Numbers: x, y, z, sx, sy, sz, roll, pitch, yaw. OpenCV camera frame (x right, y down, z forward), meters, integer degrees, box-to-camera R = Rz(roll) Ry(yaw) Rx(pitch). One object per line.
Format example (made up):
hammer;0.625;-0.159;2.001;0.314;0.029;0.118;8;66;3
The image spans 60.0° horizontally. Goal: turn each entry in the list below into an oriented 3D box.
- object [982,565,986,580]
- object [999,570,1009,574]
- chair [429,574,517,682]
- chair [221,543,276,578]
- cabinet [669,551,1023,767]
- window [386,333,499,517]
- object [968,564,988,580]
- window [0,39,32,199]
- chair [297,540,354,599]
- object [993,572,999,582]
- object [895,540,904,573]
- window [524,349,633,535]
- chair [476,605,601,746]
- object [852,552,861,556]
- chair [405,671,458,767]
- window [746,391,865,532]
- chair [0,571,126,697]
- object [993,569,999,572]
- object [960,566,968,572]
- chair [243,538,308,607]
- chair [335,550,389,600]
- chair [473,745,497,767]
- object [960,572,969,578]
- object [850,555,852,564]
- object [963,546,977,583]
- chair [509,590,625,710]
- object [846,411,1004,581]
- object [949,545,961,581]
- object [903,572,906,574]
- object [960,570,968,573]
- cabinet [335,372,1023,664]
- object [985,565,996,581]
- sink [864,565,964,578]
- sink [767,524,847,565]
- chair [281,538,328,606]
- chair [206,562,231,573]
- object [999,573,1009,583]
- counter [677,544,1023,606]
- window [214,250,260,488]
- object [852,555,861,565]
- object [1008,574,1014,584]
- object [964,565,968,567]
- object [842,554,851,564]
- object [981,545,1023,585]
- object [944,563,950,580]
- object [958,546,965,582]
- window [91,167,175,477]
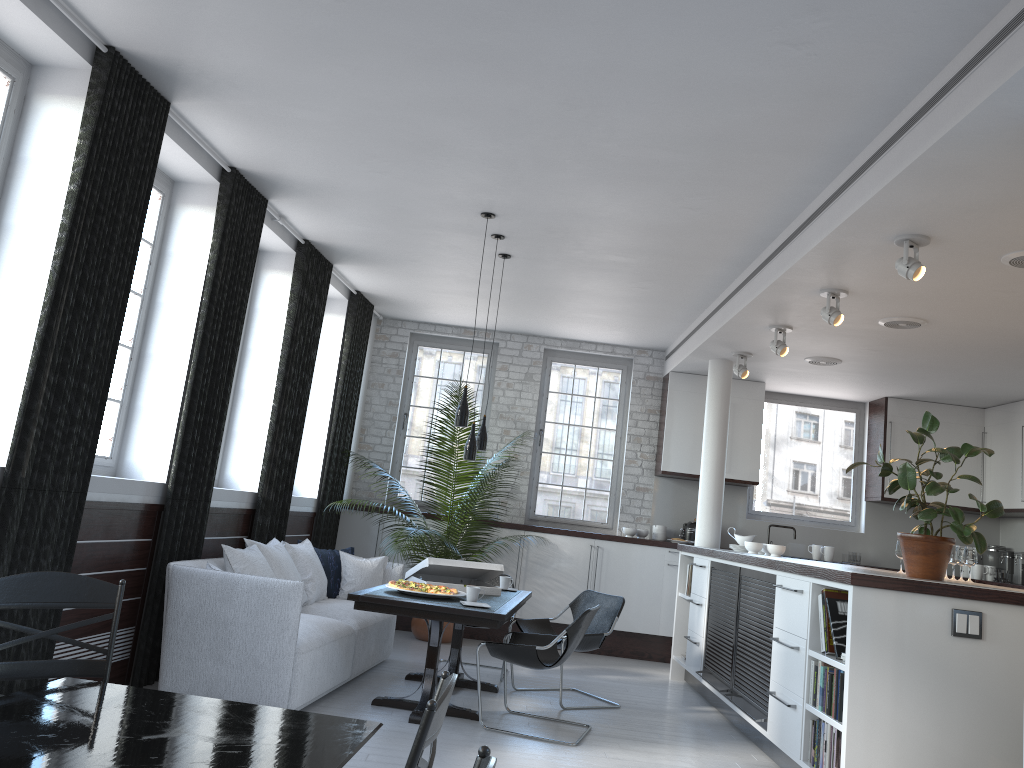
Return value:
object;4.967;1.981;9.290;0.137;0.153;0.108;14;-12;-35
object;4.922;1.912;8.868;0.094;0.099;0.093;4;-10;17
chair;-0.305;1.945;7.226;0.671;0.783;0.660;6;-10;6
chair;-1.703;1.291;5.839;0.360;0.439;0.526;5;-9;8
cabinet;2.210;1.877;6.079;1.500;1.179;4.142;7;-9;0
window;-0.773;0.451;10.002;1.033;2.005;0.132;7;-11;1
object;4.836;1.957;9.235;0.134;0.153;0.248;6;-9;2
window;-2.578;-0.711;3.776;0.133;2.005;1.026;6;-10;6
chair;-1.547;1.535;7.208;0.333;0.502;0.620;-2;-13;40
object;4.917;1.956;8.965;0.094;0.099;0.093;4;-10;17
object;2.712;1.206;6.170;0.082;0.224;0.082;-1;-13;37
window;1.210;1.030;14.466;8.136;6.112;9.085;7;-9;1
chair;0.174;1.758;5.589;0.665;0.783;0.666;4;-10;16
object;3.637;1.829;9.353;0.094;0.099;0.093;4;-10;17
chair;-0.412;1.003;1.596;0.503;0.971;0.493;7;-10;1
window;3.294;0.857;9.967;1.298;1.469;0.132;7;-11;1
chair;-1.221;1.011;2.303;0.494;0.971;0.502;14;-12;-35
object;4.923;1.928;8.971;0.094;0.099;0.093;4;-10;17
object;4.879;1.983;9.488;0.153;0.063;0.152;2;-10;30
chair;-1.659;1.372;6.301;0.392;0.509;0.593;6;-9;7
chair;-1.223;1.608;7.261;0.456;0.441;0.219;12;-11;-29
chair;-0.330;0.930;1.043;0.503;0.971;0.492;6;-10;6
object;4.875;2.049;9.478;0.153;0.056;0.152;-1;-12;43
object;3.632;1.874;9.450;0.094;0.099;0.093;10;-10;-16
object;2.900;1.145;5.611;0.083;0.224;0.082;4;-11;14
chair;0.422;1.936;6.582;0.662;0.783;0.669;13;-12;-34
object;2.211;0.592;4.775;0.435;0.897;0.773;13;-11;-31
object;2.808;1.138;5.633;0.082;0.224;0.082;0;-12;33
object;2.712;1.191;6.069;0.082;0.224;0.082;8;-10;-8
object;4.876;2.013;9.483;0.154;0.074;0.152;6;-9;4
cabinet;1.794;0.936;6.395;7.229;3.022;7.251;7;-9;1
object;4.948;1.958;9.150;0.109;0.153;0.137;7;-10;0
sink;4.262;1.909;9.351;0.916;0.416;0.431;7;-9;1
sink;2.573;1.550;7.933;0.648;0.522;0.543;7;-9;1
chair;-1.601;1.428;6.776;0.375;0.468;0.561;6;-9;8
chair;-1.716;1.289;5.292;0.233;0.397;0.466;13;-11;-31
object;4.918;1.941;8.862;0.094;0.099;0.093;4;-10;17
counter;2.279;1.300;6.198;1.446;0.062;4.173;7;-8;0
window;-2.288;-0.225;6.787;0.133;2.005;1.026;6;-10;6
object;3.633;1.859;9.348;0.094;0.099;0.093;4;-10;17
object;5.022;1.968;8.957;0.094;0.099;0.093;4;-10;17
object;4.882;1.952;9.496;0.152;0.075;0.153;12;-10;-32
object;3.528;1.847;9.353;0.094;0.099;0.093;10;-10;-16
object;5.175;1.870;9.144;0.243;0.377;0.869;7;-9;-3
object;2.808;1.152;5.727;0.082;0.224;0.082;13;-12;-32
object;2.897;1.160;5.710;0.082;0.224;0.082;14;-12;-34
window;-2.434;-0.468;5.282;0.133;2.005;1.026;6;-10;6
